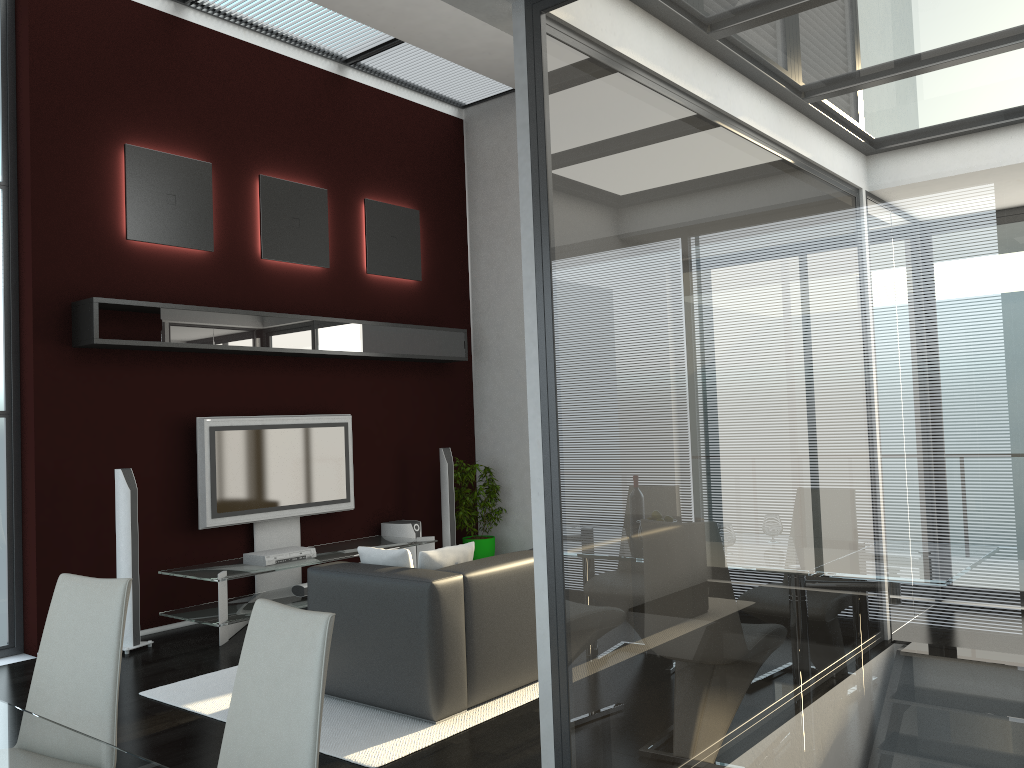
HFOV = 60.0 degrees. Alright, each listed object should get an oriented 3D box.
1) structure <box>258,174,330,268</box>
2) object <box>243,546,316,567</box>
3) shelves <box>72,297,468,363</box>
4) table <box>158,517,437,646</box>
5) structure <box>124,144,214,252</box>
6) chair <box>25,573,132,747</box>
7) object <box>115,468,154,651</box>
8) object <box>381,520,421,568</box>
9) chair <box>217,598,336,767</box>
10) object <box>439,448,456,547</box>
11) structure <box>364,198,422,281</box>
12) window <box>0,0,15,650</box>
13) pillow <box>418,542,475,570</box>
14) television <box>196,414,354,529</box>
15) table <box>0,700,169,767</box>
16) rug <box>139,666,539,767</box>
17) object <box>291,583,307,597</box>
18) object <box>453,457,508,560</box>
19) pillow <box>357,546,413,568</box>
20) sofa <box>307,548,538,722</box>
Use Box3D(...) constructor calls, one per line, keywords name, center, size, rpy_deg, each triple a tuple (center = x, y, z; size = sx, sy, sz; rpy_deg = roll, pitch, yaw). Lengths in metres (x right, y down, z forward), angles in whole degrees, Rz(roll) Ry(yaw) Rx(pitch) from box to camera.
Box3D(name="structure", center=(-1.802, -1.329, 7.333), size=(0.055, 0.676, 0.678), rpy_deg=(-4, -3, 39))
Box3D(name="object", center=(-1.688, 1.252, 6.455), size=(0.273, 0.073, 0.439), rpy_deg=(-4, -3, 39))
Box3D(name="shelves", center=(-2.746, -0.400, 5.881), size=(0.305, 0.301, 6.988), rpy_deg=(-4, -3, 39))
Box3D(name="table", center=(-1.563, 1.181, 6.776), size=(0.771, 1.093, 2.046), rpy_deg=(-4, -3, 39))
Box3D(name="structure", center=(-2.500, -1.341, 6.472), size=(0.055, 0.676, 0.678), rpy_deg=(-4, -3, 39))
Box3D(name="chair", center=(-1.342, 1.037, 2.341), size=(0.471, 0.959, 0.612), rpy_deg=(-4, -3, 29))
Box3D(name="object", center=(-2.503, 1.123, 5.766), size=(0.215, 1.141, 0.228), rpy_deg=(-3, -3, 24))
Box3D(name="object", center=(-0.942, 1.480, 7.824), size=(0.323, 0.518, 0.286), rpy_deg=(-4, -3, 39))
Box3D(name="chair", center=(-0.679, 0.988, 1.821), size=(0.471, 0.959, 0.612), rpy_deg=(-5, -4, 44))
Box3D(name="object", center=(-0.579, 1.149, 8.001), size=(0.228, 1.141, 0.215), rpy_deg=(0, -3, -36))
Box3D(name="structure", center=(-1.104, -1.318, 8.193), size=(0.055, 0.676, 0.678), rpy_deg=(-4, -3, 39))
Box3D(name="window", center=(-3.547, -0.506, 5.504), size=(0.025, 4.400, 0.800), rpy_deg=(-4, -3, 39))
Box3D(name="pillow", center=(-0.359, 1.013, 4.569), size=(0.169, 0.361, 0.376), rpy_deg=(-4, -3, 41))
Box3D(name="television", center=(-1.809, 0.651, 6.950), size=(0.099, 0.807, 1.436), rpy_deg=(-4, -3, 39))
Box3D(name="table", center=(-1.391, 1.121, 1.673), size=(2.720, 0.731, 0.940), rpy_deg=(-4, -3, 39))
Box3D(name="rug", center=(-0.114, 1.615, 5.572), size=(1.875, 0.009, 3.695), rpy_deg=(-4, -3, 39))
Box3D(name="object", center=(-1.409, 1.513, 6.645), size=(0.182, 0.090, 0.470), rpy_deg=(-4, -3, 39))
Box3D(name="object", center=(-0.350, 1.219, 8.408), size=(0.507, 1.068, 0.599), rpy_deg=(-3, -3, 24))
Box3D(name="pillow", center=(-0.630, 1.028, 4.661), size=(0.376, 0.358, 0.186), rpy_deg=(-4, -3, 40))
Box3D(name="sofa", center=(0.145, 1.253, 5.382), size=(0.943, 0.652, 2.781), rpy_deg=(-4, -3, 39))
